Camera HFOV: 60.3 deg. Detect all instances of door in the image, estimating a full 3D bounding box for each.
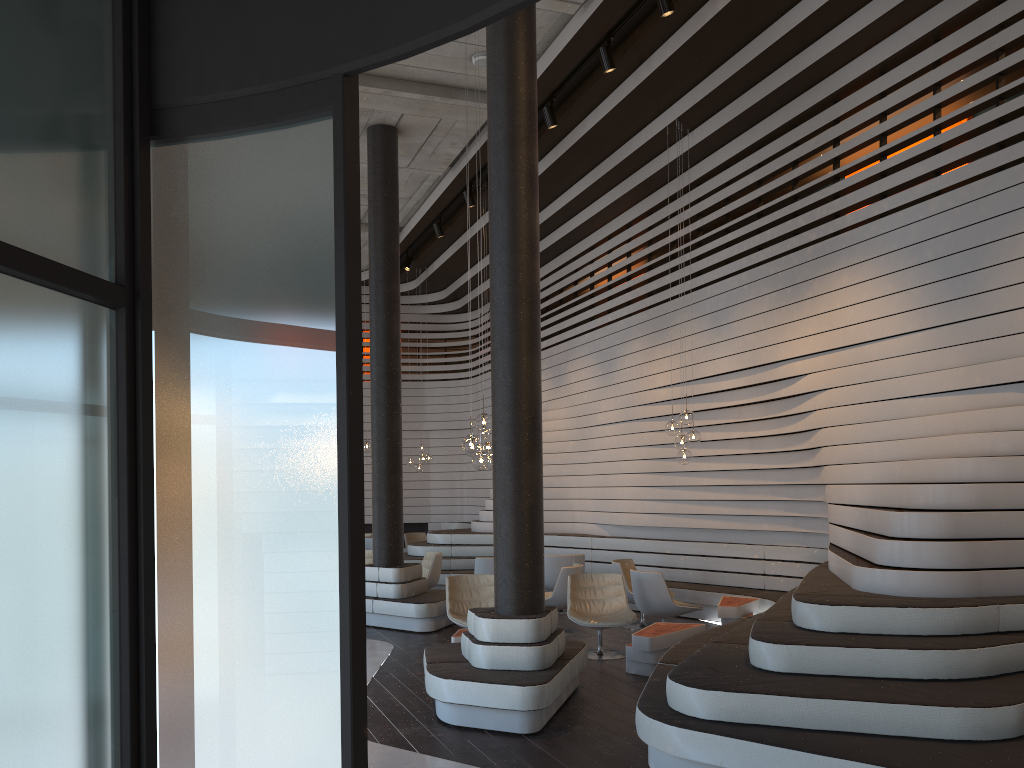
[{"bbox_3d":[-1.026,0.333,0.314,3.193,2.844,3.278,0,-4,-13],"label":"door"}]

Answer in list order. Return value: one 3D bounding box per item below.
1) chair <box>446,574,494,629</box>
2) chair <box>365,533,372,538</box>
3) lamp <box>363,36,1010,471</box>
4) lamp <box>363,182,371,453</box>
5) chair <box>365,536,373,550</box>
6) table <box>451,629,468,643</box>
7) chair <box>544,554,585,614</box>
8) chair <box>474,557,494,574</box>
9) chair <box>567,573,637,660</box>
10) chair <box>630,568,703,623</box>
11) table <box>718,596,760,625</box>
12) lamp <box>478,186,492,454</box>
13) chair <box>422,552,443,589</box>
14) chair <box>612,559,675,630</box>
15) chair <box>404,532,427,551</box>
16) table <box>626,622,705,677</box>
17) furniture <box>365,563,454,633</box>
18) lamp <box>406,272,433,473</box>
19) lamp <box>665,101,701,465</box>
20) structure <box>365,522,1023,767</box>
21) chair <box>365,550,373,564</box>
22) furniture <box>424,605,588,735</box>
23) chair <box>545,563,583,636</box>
[{"bbox_3d":[-0.318,2.271,8.609,0.654,0.764,0.716,0,-4,-20],"label":"chair"},{"bbox_3d":[-3.015,3.321,17.254,0.708,0.764,0.662,0,-3,-18],"label":"chair"},{"bbox_3d":[2.928,-2.109,3.423,8.999,4.598,42.312,1,-7,-20],"label":"lamp"},{"bbox_3d":[-2.205,-1.201,12.036,0.541,4.664,0.295,0,-1,-35],"label":"lamp"},{"bbox_3d":[-2.378,3.199,16.283,0.708,0.764,0.661,0,-3,-16],"label":"chair"},{"bbox_3d":[-0.140,2.375,7.834,0.902,0.369,0.417,1,-4,-18],"label":"table"},{"bbox_3d":[0.636,2.606,11.594,0.655,0.764,0.716,0,-3,-13],"label":"chair"},{"bbox_3d":[-0.187,2.594,11.384,0.656,0.764,0.714,-1,-3,0],"label":"chair"},{"bbox_3d":[0.856,2.248,8.560,0.656,0.764,0.714,-1,-3,-4],"label":"chair"},{"bbox_3d":[1.600,2.315,9.228,0.707,0.764,0.662,0,-3,-21],"label":"chair"},{"bbox_3d":[2.465,2.535,9.533,0.415,0.369,0.907,-2,-6,17],"label":"table"},{"bbox_3d":[-0.367,-1.153,12.683,0.292,4.664,0.548,-1,-1,-25],"label":"lamp"},{"bbox_3d":[-1.292,2.678,11.969,0.708,0.764,0.662,0,-3,-17],"label":"chair"},{"bbox_3d":[1.524,2.436,10.254,0.714,0.764,0.656,-2,-3,24],"label":"chair"},{"bbox_3d":[-1.756,3.305,17.277,0.717,0.764,0.654,-4,-4,43],"label":"chair"},{"bbox_3d":[1.313,2.352,7.817,0.417,0.369,0.903,-4,-7,42],"label":"table"},{"bbox_3d":[-1.262,2.571,10.850,1.787,0.720,1.271,-6,-7,40],"label":"furniture"},{"bbox_3d":[-1.833,-0.596,17.261,0.545,4.664,0.293,-1,-1,5],"label":"lamp"},{"bbox_3d":[1.819,-1.461,9.684,0.335,4.703,0.529,-1,-1,31],"label":"lamp"},{"bbox_3d":[0.375,2.658,12.700,5.749,0.924,18.388,2,-7,-24],"label":"structure"},{"bbox_3d":[-2.229,2.750,12.463,0.656,0.764,0.714,-1,-3,-3],"label":"chair"},{"bbox_3d":[-0.174,2.069,6.697,1.279,0.719,1.776,-2,-6,15],"label":"furniture"},{"bbox_3d":[0.451,2.413,9.919,0.714,0.764,0.656,-2,-3,20],"label":"chair"}]
